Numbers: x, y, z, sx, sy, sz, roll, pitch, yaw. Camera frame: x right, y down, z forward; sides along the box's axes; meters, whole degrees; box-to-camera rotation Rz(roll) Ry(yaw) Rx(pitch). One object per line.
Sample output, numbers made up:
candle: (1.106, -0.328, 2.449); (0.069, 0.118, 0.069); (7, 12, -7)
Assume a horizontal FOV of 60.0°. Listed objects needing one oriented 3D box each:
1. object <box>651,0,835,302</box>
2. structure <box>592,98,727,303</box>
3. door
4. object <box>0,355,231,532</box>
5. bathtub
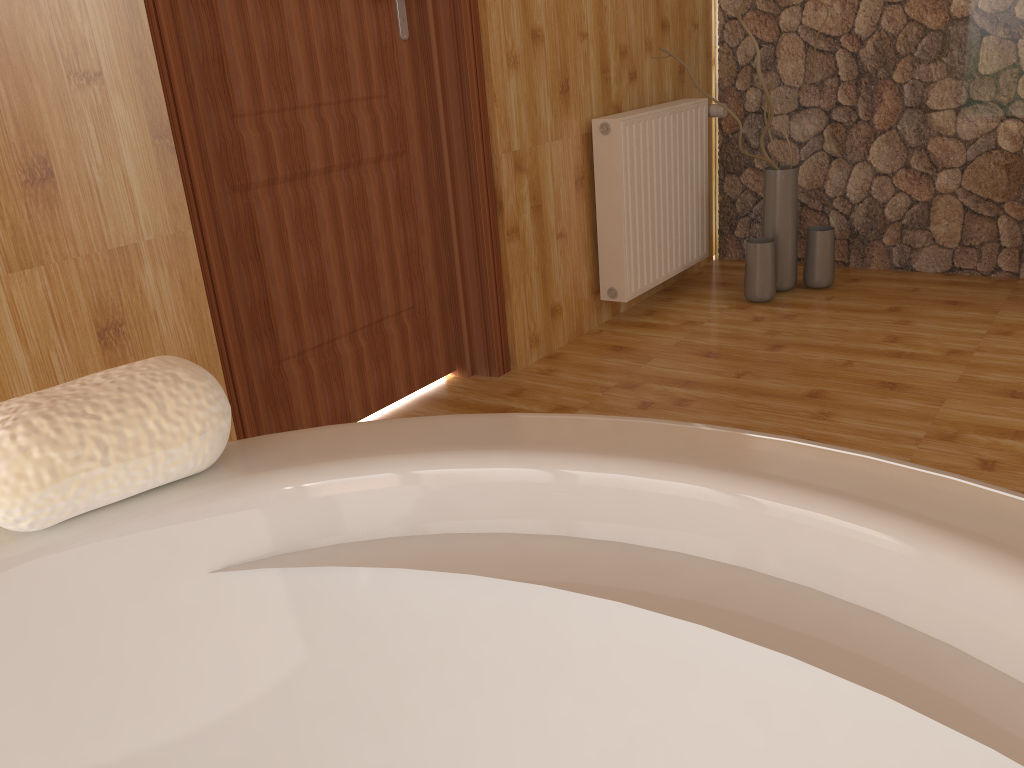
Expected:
object: (0.834, -0.841, 3.076); (0.658, 1.123, 0.277); (-17, 24, -28)
structure: (0.555, -0.683, 3.181); (0.150, 0.600, 0.745); (10, 25, 34)
door: (-0.477, -0.839, 2.085); (0.106, 2.001, 0.823); (10, 25, 34)
object: (-0.261, 0.035, 0.566); (0.105, 0.077, 0.166); (15, 28, 42)
bathtub: (-0.333, 0.551, 0.005); (0.977, 0.900, 1.946); (11, 26, 37)
